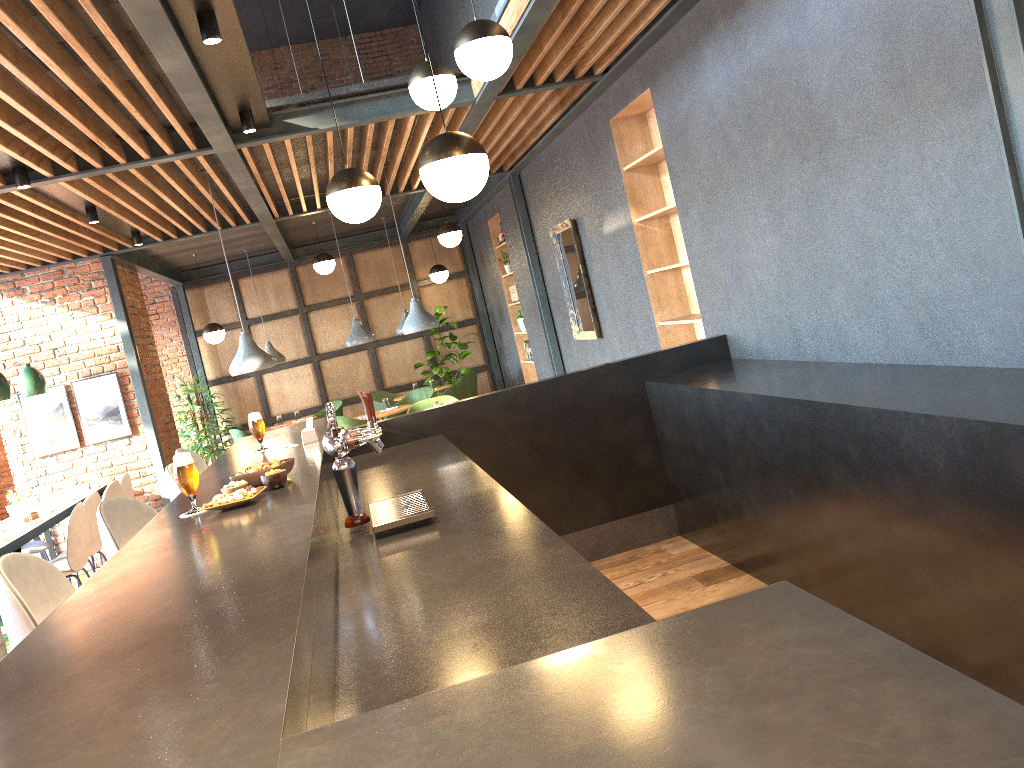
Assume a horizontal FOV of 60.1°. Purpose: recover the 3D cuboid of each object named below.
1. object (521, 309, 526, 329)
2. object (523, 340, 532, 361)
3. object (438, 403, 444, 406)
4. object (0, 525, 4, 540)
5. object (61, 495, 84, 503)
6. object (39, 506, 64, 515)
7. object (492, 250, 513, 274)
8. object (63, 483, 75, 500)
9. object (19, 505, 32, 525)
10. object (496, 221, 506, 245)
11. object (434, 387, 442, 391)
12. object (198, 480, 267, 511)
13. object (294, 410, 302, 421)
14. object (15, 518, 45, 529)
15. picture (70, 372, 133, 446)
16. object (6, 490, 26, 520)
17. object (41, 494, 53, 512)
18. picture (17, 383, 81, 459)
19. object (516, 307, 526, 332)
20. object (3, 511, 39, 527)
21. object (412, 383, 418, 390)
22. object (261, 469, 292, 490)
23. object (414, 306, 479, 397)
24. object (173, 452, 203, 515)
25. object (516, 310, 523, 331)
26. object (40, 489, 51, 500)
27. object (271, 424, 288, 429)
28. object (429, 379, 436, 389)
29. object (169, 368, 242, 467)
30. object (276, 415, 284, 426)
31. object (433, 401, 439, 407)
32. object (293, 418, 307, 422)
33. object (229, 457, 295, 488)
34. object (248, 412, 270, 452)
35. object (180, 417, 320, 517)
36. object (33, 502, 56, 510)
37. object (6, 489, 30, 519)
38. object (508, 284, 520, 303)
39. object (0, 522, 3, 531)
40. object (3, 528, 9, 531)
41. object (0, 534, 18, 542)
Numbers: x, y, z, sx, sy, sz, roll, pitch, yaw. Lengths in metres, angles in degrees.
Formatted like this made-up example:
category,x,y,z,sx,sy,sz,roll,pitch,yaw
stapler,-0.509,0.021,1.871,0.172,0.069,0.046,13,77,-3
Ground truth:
category,x,y,z,sx,sy,sz,roll,pitch,yaw
object,0.195,-0.839,11.088,0.143,0.349,0.144,-13,3,7
object,0.250,-0.438,11.372,0.151,0.257,0.522,-14,5,-11
object,-0.640,0.244,8.183,0.080,0.138,0.081,-11,4,41
object,-3.671,1.044,6.303,0.080,0.138,0.080,-13,3,13
object,-3.951,1.029,7.962,0.158,0.019,0.243,-14,5,-10
object,-3.865,1.057,7.419,0.158,0.019,0.243,-14,5,-10
object,-0.045,-1.584,11.349,0.175,0.328,0.535,-15,5,-31
object,-3.992,0.969,7.976,0.080,0.138,0.080,-16,4,-37
object,-3.782,1.018,6.878,0.080,0.138,0.081,-10,4,43
object,-0.079,-1.936,11.265,0.204,0.284,0.517,-14,4,-10
object,-1.050,0.076,11.886,0.157,0.019,0.244,-10,6,34
object,-0.821,0.328,2.665,0.164,0.052,0.292,-13,5,-2
object,-2.929,0.431,12.095,0.080,0.138,0.080,-15,4,-32
object,-3.740,1.078,6.864,0.158,0.019,0.243,-14,5,-10
picture,-3.961,0.237,8.548,0.431,0.630,0.015,-14,2,-11
object,-4.007,0.980,7.157,0.146,0.276,0.145,-15,3,-30
object,-3.906,0.998,7.433,0.080,0.138,0.080,-16,4,-37
picture,-4.420,0.353,8.458,0.431,0.630,0.015,-14,2,-11
object,0.149,-0.839,11.324,0.213,0.329,0.233,-14,3,-5
object,-3.944,1.088,7.122,0.253,0.046,0.252,-17,6,-37
object,-1.314,0.055,12.063,0.080,0.138,0.080,-15,4,-33
object,-0.740,0.295,2.776,0.078,0.060,0.108,-13,4,-2
object,-0.900,-0.240,12.716,1.057,1.791,0.723,-13,3,0
object,-0.970,0.294,2.653,0.070,0.182,0.070,-13,3,10
object,0.147,-0.840,11.542,0.174,0.295,0.189,-15,4,-36
object,-4.185,1.018,7.940,0.080,0.138,0.080,-13,3,11
object,-3.125,0.564,11.876,0.241,0.019,0.158,-8,7,45
object,-1.073,0.011,11.914,0.080,0.138,0.080,-13,3,-3
object,-4.180,0.628,12.045,0.909,1.719,0.985,-10,4,45
object,-3.115,0.494,11.881,0.080,0.138,0.080,-15,4,-32
object,-0.713,0.237,8.462,0.080,0.138,0.081,-11,4,41
object,-2.884,0.488,12.099,0.241,0.019,0.158,-8,7,45
object,-0.820,0.293,2.929,0.168,0.072,0.169,-12,5,9
object,-1.163,0.215,4.059,0.070,0.177,0.070,-14,3,-7
object,-0.946,0.266,3.373,0.322,0.106,1.512,-14,5,-7
object,-4.196,1.087,7.959,0.158,0.019,0.243,-14,5,-12
object,-3.926,0.967,7.061,0.116,0.281,0.127,-14,3,-15
object,0.109,-1.180,11.346,0.199,0.241,0.340,-14,4,-15
object,-3.967,1.069,6.798,0.080,0.138,0.080,-13,3,13
object,-3.978,1.138,6.817,0.158,0.019,0.243,-14,5,-10
object,-3.629,1.103,6.289,0.158,0.019,0.243,-14,5,-10
